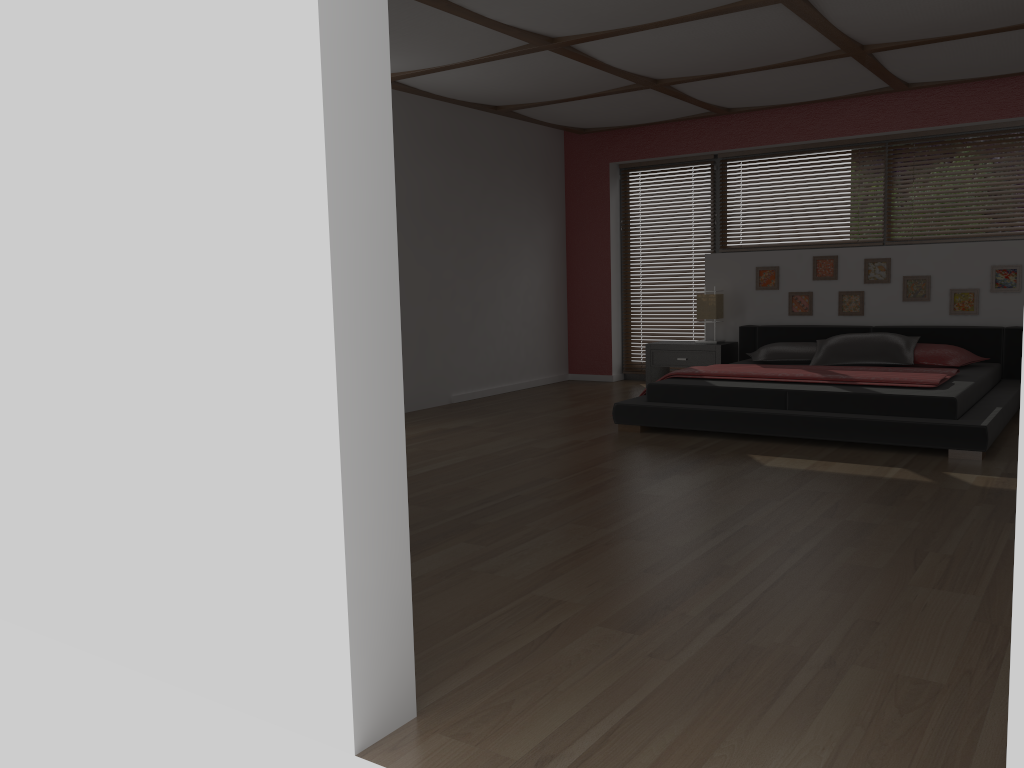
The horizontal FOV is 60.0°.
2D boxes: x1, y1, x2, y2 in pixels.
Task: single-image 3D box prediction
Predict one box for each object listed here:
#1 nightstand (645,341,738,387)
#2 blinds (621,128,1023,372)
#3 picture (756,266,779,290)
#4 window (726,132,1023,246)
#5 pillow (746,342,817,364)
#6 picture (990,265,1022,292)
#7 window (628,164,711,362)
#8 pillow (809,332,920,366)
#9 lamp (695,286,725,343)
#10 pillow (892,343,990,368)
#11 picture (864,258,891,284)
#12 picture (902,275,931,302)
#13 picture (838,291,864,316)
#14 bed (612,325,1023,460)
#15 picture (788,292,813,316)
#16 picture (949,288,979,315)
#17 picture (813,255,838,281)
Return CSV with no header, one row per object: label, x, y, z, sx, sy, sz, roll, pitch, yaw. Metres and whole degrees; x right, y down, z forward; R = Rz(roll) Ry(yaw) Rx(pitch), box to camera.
nightstand,1.583,-0.153,7.830,0.700,0.423,0.413,3,8,34
blinds,3.077,-0.999,7.333,4.840,1.952,0.032,3,8,34
picture,2.191,-0.907,7.609,0.200,0.200,0.010,3,8,34
window,3.103,-1.581,7.321,2.817,0.786,0.020,3,8,34
pillow,2.235,-0.238,6.956,0.745,0.172,0.418,0,7,10
picture,3.675,-0.783,6.597,0.200,0.200,0.010,3,8,34
window,1.509,-1.124,8.486,0.889,1.893,0.020,3,8,34
pillow,2.607,-0.258,6.590,0.744,0.241,0.386,2,7,30
lamp,1.725,-0.609,7.720,0.200,0.480,0.200,3,8,34
pillow,3.017,-0.205,6.485,0.418,0.172,0.745,-6,8,-36
picture,2.925,-0.905,7.101,0.200,0.200,0.010,3,8,34
picture,3.170,-0.748,6.951,0.200,0.200,0.010,3,8,34
picture,2.770,-0.657,7.241,0.200,0.200,0.010,3,8,34
bed,2.123,-0.064,6.243,2.469,0.577,2.413,3,8,34
picture,2.431,-0.676,7.473,0.200,0.200,0.010,3,8,34
picture,3.452,-0.627,6.772,0.200,0.200,0.010,3,8,34
picture,2.588,-0.958,7.327,0.200,0.200,0.010,3,8,34
